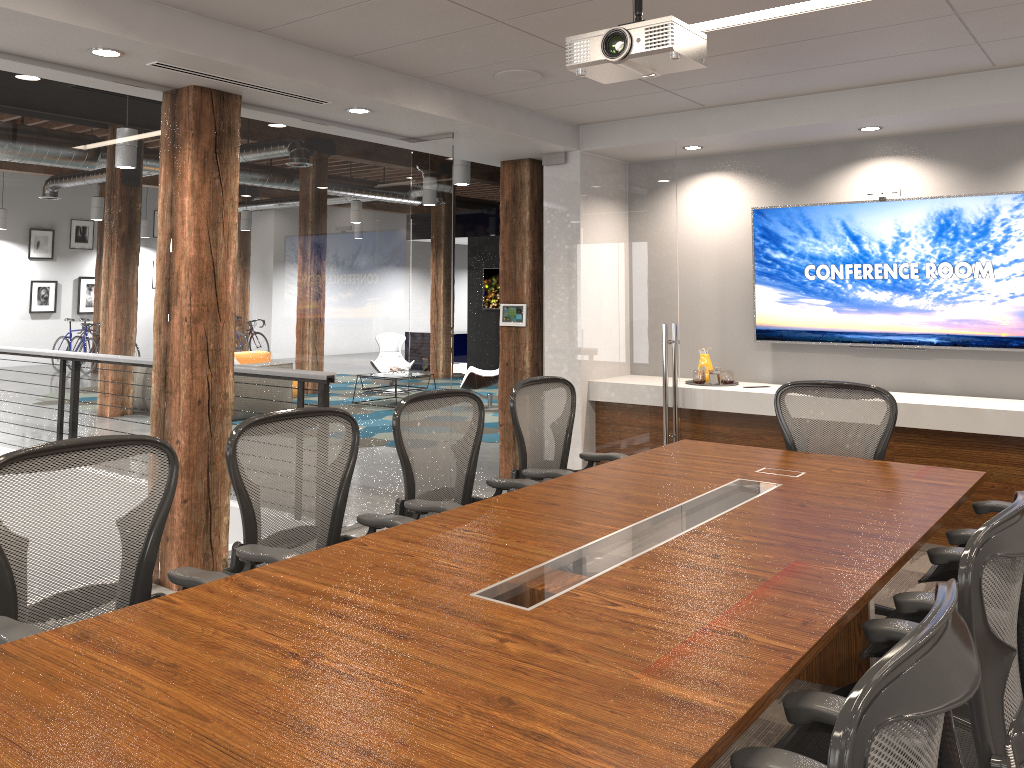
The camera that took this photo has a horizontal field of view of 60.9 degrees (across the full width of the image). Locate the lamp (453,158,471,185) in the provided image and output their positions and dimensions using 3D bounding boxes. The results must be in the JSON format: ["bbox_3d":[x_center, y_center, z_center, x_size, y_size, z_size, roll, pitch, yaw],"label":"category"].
[{"bbox_3d":[-0.599,-3.324,10.496,0.202,1.884,0.204,-4,-6,37],"label":"lamp"}]

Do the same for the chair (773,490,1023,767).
[{"bbox_3d":[0.849,0.778,1.895,0.791,1.102,0.765,0,-2,22],"label":"chair"}]

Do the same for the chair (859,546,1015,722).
[{"bbox_3d":[1.328,0.707,2.586,0.798,1.102,0.759,1,-2,-43],"label":"chair"}]

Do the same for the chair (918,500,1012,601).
[{"bbox_3d":[1.801,0.642,3.227,0.759,1.102,0.798,-1,-2,38],"label":"chair"}]

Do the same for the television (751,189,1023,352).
[{"bbox_3d":[2.605,-0.799,6.050,1.908,1.118,0.064,2,-3,36],"label":"television"}]

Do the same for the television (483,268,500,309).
[{"bbox_3d":[0.041,-1.776,16.240,1.462,0.804,0.049,3,-3,36],"label":"television"}]

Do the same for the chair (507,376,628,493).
[{"bbox_3d":[0.359,0.531,4.295,0.759,1.102,0.798,-1,-2,43],"label":"chair"}]

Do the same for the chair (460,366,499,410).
[{"bbox_3d":[-0.311,-0.145,11.740,0.788,0.931,0.671,0,-1,-16],"label":"chair"}]

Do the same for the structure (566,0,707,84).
[{"bbox_3d":[0.480,-1.444,3.414,0.459,0.460,0.317,0,-1,37],"label":"structure"}]

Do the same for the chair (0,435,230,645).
[{"bbox_3d":[-1.073,0.724,2.394,0.791,1.102,0.765,0,-2,22],"label":"chair"}]

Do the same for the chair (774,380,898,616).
[{"bbox_3d":[1.483,0.556,4.064,0.770,1.102,0.787,0,-1,20],"label":"chair"}]

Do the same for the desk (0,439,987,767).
[{"bbox_3d":[-0.337,0.959,1.695,1.403,0.759,6.038,3,6,37],"label":"desk"}]

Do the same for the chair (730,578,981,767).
[{"bbox_3d":[0.344,0.838,1.303,0.759,1.102,0.798,-1,-2,38],"label":"chair"}]

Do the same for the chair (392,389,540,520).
[{"bbox_3d":[-0.138,0.591,3.706,0.792,1.102,0.765,0,-2,20],"label":"chair"}]

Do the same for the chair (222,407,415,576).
[{"bbox_3d":[-0.593,0.662,3.010,0.760,1.102,0.798,-1,-2,29],"label":"chair"}]
